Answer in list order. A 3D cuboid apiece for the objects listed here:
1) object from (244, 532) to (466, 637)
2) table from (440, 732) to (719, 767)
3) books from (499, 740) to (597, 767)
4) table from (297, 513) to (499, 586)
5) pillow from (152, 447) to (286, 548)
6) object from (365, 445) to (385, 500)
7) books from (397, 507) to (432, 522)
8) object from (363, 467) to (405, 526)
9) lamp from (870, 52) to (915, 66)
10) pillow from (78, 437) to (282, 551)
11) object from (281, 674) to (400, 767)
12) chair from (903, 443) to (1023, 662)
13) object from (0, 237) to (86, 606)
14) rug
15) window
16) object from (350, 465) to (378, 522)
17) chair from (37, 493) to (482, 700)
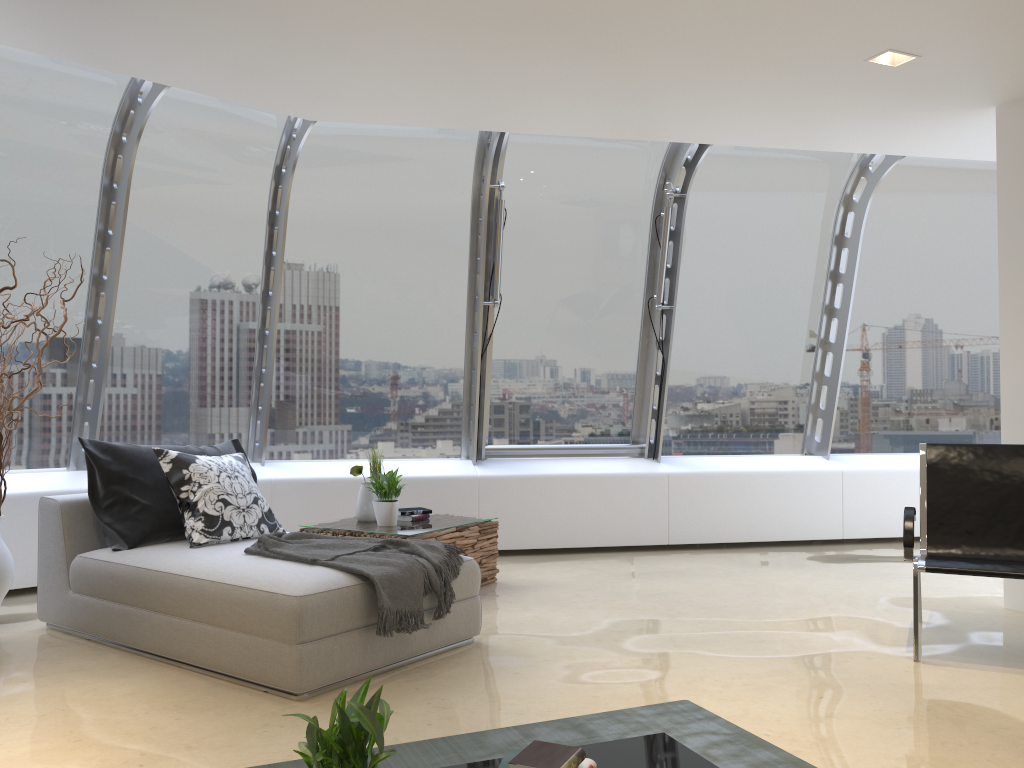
[{"bbox_3d":[-0.700,0.893,4.265,1.024,0.359,0.825,-1,-2,35],"label":"object"},{"bbox_3d":[-0.364,1.098,1.959,1.982,0.187,0.594,1,-2,-22],"label":"table"},{"bbox_3d":[0.077,0.947,2.127,0.223,0.126,0.307,0,-2,13],"label":"books"},{"bbox_3d":[-0.708,1.099,5.688,0.923,0.436,1.007,-1,-2,31],"label":"table"},{"bbox_3d":[-1.550,0.593,4.755,0.431,0.528,0.683,-1,-2,30],"label":"pillow"},{"bbox_3d":[-0.908,0.633,5.887,0.150,0.511,0.153,-1,-2,34],"label":"object"},{"bbox_3d":[-0.662,0.854,5.804,0.265,0.063,0.246,1,-2,-37],"label":"books"},{"bbox_3d":[-0.782,0.696,5.522,0.284,0.369,0.215,0,-2,9],"label":"object"},{"bbox_3d":[3.697,-1.756,0.347,9.928,0.004,9.775,1,-2,-23],"label":"lamp"},{"bbox_3d":[-1.811,0.580,4.910,0.510,0.597,1.070,-1,-2,36],"label":"pillow"},{"bbox_3d":[-0.351,0.821,1.895,0.215,0.369,0.284,-2,-2,44],"label":"object"},{"bbox_3d":[2.315,0.793,4.295,0.752,0.972,0.943,-1,-2,26],"label":"chair"},{"bbox_3d":[-2.990,0.245,4.556,1.370,2.059,1.508,1,-2,-23],"label":"object"},{"bbox_3d":[-0.225,1.189,1.877,2.923,0.012,2.194,1,-2,-23],"label":"rug"},{"bbox_3d":[5.553,-0.276,0.883,16.171,3.674,16.693,0,-2,-18],"label":"window"},{"bbox_3d":[-0.956,0.697,5.652,0.152,0.370,0.297,-1,-2,21],"label":"object"},{"bbox_3d":[-1.312,0.930,4.510,2.068,0.690,1.176,-1,-2,36],"label":"chair"}]
